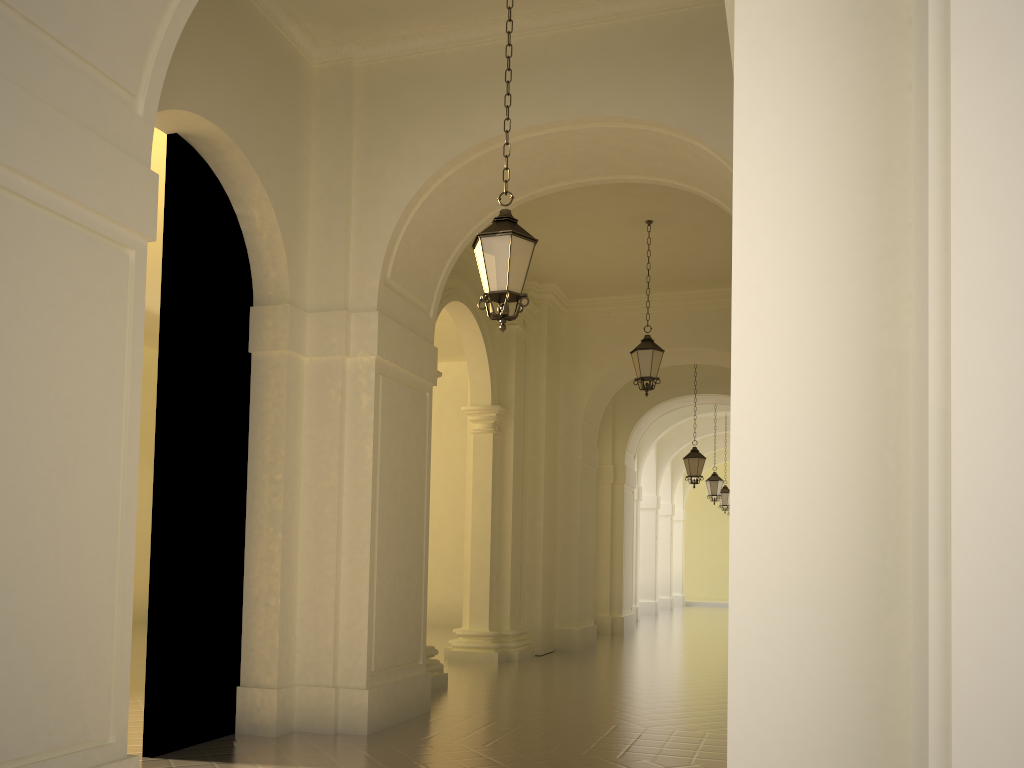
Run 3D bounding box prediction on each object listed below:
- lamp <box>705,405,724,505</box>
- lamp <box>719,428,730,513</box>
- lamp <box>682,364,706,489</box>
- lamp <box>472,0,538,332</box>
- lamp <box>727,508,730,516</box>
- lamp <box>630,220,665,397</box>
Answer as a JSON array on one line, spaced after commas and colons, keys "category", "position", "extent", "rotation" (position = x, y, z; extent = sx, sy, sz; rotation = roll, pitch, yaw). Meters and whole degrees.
[{"category": "lamp", "position": [5.450, 1.606, 23.510], "extent": [0.510, 3.282, 0.446], "rotation": [0, -3, 18]}, {"category": "lamp", "position": [6.637, 2.388, 27.217], "extent": [0.510, 3.282, 0.446], "rotation": [0, -3, 18]}, {"category": "lamp", "position": [3.911, 0.591, 18.705], "extent": [0.443, 3.282, 0.513], "rotation": [2, -3, -12]}, {"category": "lamp", "position": [-0.032, -2.010, 6.392], "extent": [0.443, 3.282, 0.513], "rotation": [2, -3, -12]}, {"category": "lamp", "position": [7.803, 3.157, 30.857], "extent": [0.510, 3.282, 0.446], "rotation": [0, -3, 18]}, {"category": "lamp", "position": [1.953, -1.085, 12.584], "extent": [0.513, 2.545, 0.443], "rotation": [4, -4, -42]}]
